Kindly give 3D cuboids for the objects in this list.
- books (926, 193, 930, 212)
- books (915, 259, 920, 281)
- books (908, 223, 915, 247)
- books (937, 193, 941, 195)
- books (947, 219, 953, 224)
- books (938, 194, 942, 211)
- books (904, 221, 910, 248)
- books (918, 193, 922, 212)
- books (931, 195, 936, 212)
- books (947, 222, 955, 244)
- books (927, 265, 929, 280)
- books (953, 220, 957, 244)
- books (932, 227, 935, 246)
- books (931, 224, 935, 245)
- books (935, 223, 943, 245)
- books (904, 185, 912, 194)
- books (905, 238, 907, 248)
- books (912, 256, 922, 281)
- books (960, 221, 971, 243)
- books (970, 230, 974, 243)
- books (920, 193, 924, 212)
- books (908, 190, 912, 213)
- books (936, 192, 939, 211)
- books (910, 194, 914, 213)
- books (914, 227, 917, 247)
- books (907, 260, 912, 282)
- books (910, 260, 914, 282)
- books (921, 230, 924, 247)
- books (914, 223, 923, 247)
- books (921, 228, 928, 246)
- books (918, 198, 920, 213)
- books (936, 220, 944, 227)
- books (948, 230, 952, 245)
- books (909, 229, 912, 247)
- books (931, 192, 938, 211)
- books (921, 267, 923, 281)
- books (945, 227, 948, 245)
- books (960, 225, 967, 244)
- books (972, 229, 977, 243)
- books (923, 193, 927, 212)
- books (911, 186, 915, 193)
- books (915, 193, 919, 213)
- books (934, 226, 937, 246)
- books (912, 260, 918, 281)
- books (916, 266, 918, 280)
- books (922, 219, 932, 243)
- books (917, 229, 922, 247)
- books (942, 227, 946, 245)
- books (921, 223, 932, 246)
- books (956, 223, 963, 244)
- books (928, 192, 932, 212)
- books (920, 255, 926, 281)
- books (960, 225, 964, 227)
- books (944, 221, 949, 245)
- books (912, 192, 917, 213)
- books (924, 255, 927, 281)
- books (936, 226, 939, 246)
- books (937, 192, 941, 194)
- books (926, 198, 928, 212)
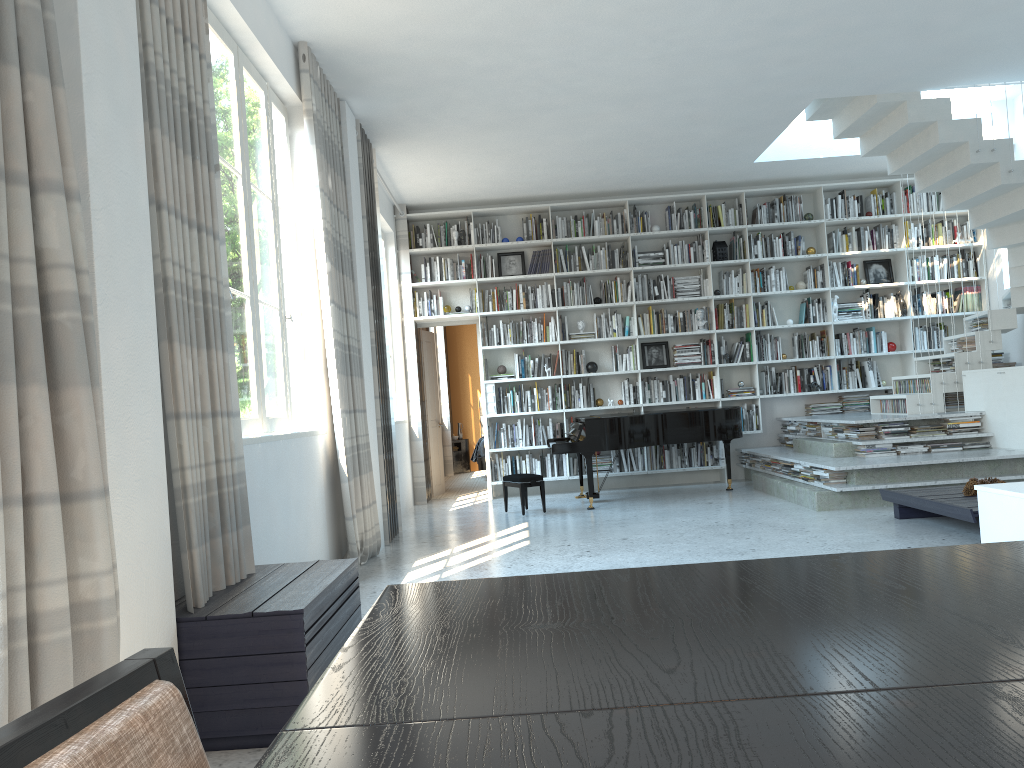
[{"bbox_3d":[4.525,-1.968,9.726,0.027,0.249,0.154,-4,-1,0],"label":"books"},{"bbox_3d":[4.406,-1.228,9.700,0.026,0.256,0.173,-4,-1,0],"label":"books"},{"bbox_3d":[4.310,-1.595,9.620,0.026,0.263,0.189,-4,-1,0],"label":"books"},{"bbox_3d":[4.701,-1.974,9.731,0.010,0.235,0.131,-4,-1,0],"label":"books"},{"bbox_3d":[4.805,-1.643,9.723,0.011,0.294,0.151,-4,-1,0],"label":"books"},{"bbox_3d":[4.668,-1.960,9.718,0.057,0.212,0.163,-4,-1,0],"label":"books"},{"bbox_3d":[4.267,-1.607,9.628,0.010,0.294,0.183,-4,-1,0],"label":"books"},{"bbox_3d":[4.435,-1.975,9.722,0.027,0.275,0.148,-4,-1,0],"label":"books"},{"bbox_3d":[4.592,-1.952,9.720,0.026,0.208,0.163,-4,-1,0],"label":"books"},{"bbox_3d":[4.790,-1.625,9.701,0.022,0.261,0.160,-4,-1,0],"label":"books"},{"bbox_3d":[4.511,-1.197,9.713,0.027,0.179,0.157,-4,-1,0],"label":"books"},{"bbox_3d":[4.823,-1.640,9.712,0.023,0.287,0.163,-4,-1,0],"label":"books"},{"bbox_3d":[4.535,-1.581,9.635,0.014,0.206,0.184,-4,-1,0],"label":"books"},{"bbox_3d":[4.551,-1.601,9.641,0.022,0.242,0.144,-4,-1,0],"label":"books"},{"bbox_3d":[4.608,-1.604,9.654,0.042,0.242,0.248,-4,-1,0],"label":"books"},{"bbox_3d":[4.353,-1.997,9.726,0.014,0.331,0.143,-4,-1,0],"label":"books"},{"bbox_3d":[4.244,-1.604,9.652,0.036,0.293,0.135,-4,-1,0],"label":"books"},{"bbox_3d":[4.425,-1.244,9.686,0.014,0.285,0.185,-4,-1,0],"label":"books"},{"bbox_3d":[4.965,-1.636,9.714,0.029,0.258,0.163,-4,-1,0],"label":"books"},{"bbox_3d":[5.000,-1.633,9.714,0.040,0.246,0.160,-4,-1,0],"label":"books"},{"bbox_3d":[4.460,-1.969,9.717,0.022,0.259,0.163,-4,-1,0],"label":"books"},{"bbox_3d":[4.321,-1.964,9.701,0.012,0.269,0.184,-4,-1,0],"label":"books"},{"bbox_3d":[4.631,-1.983,9.722,0.015,0.263,0.143,-4,-1,0],"label":"books"},{"bbox_3d":[4.339,-1.945,9.704,0.022,0.229,0.175,-4,-1,0],"label":"books"},{"bbox_3d":[4.349,-1.577,9.630,0.049,0.223,0.161,-4,-1,0],"label":"books"},{"bbox_3d":[4.327,-1.221,9.704,0.012,0.254,0.161,-4,-1,0],"label":"books"},{"bbox_3d":[4.346,-1.220,9.717,0.026,0.250,0.160,-4,-1,0],"label":"books"},{"bbox_3d":[4.440,-1.570,9.680,0.038,0.199,0.170,-4,-1,0],"label":"books"},{"bbox_3d":[4.407,-1.601,9.639,0.023,0.263,0.158,-4,-1,0],"label":"books"},{"bbox_3d":[4.471,-1.579,9.646,0.025,0.211,0.135,-4,-1,0],"label":"books"},{"bbox_3d":[4.415,-1.966,9.720,0.014,0.260,0.167,-4,-1,0],"label":"books"},{"bbox_3d":[4.700,-1.636,9.709,0.010,0.295,0.165,-4,-1,0],"label":"books"},{"bbox_3d":[4.764,-1.584,9.720,0.034,0.182,0.156,-4,-1,0],"label":"books"},{"bbox_3d":[4.287,-1.564,9.628,0.024,0.205,0.165,-4,-1,0],"label":"books"},{"bbox_3d":[4.617,-1.993,9.727,0.012,0.285,0.159,-4,-1,0],"label":"books"},{"bbox_3d":[4.450,-1.198,9.717,0.028,0.191,0.136,-4,-1,0],"label":"books"},{"bbox_3d":[4.715,-1.596,9.696,0.013,0.212,0.186,-4,-1,0],"label":"books"},{"bbox_3d":[4.918,-1.610,9.704,0.023,0.213,0.180,-4,-1,0],"label":"books"},{"bbox_3d":[5.026,-1.620,9.695,0.011,0.216,0.170,-4,-1,0],"label":"books"},{"bbox_3d":[4.485,-1.973,9.718,0.029,0.264,0.179,-4,-1,0],"label":"books"},{"bbox_3d":[4.389,-1.997,9.728,0.012,0.326,0.151,-4,-1,0],"label":"books"},{"bbox_3d":[4.401,-1.988,9.713,0.012,0.306,0.184,-4,-1,0],"label":"books"},{"bbox_3d":[4.569,-1.599,9.641,0.012,0.237,0.165,-4,-1,0],"label":"books"},{"bbox_3d":[4.370,-1.221,9.689,0.023,0.247,0.182,-4,-1,0],"label":"books"},{"bbox_3d":[4.388,-1.218,9.706,0.011,0.238,0.172,-4,-1,0],"label":"books"},{"bbox_3d":[4.514,-1.625,9.632,0.022,0.296,0.152,-4,-1,0],"label":"books"},{"bbox_3d":[4.386,-1.565,9.624,0.024,0.193,0.190,-4,-1,0],"label":"books"},{"bbox_3d":[4.686,-1.598,9.701,0.023,0.220,0.171,-4,-1,0],"label":"books"},{"bbox_3d":[4.493,-1.603,9.627,0.023,0.253,0.189,-4,-1,0],"label":"books"},{"bbox_3d":[4.871,-1.627,9.707,0.070,0.254,0.154,-4,-1,0],"label":"books"},{"bbox_3d":[4.551,-1.964,9.717,0.025,0.237,0.143,-4,-1,0],"label":"books"},{"bbox_3d":[4.471,-1.253,9.712,0.022,0.297,0.162,-4,-1,0],"label":"books"},{"bbox_3d":[4.940,-1.618,9.729,0.023,0.228,0.131,-4,-1,0],"label":"books"},{"bbox_3d":[4.732,-1.631,9.721,0.024,0.281,0.153,-4,-1,0],"label":"books"},{"bbox_3d":[4.374,-1.955,9.711,0.023,0.244,0.182,-4,-1,0],"label":"books"},{"bbox_3d":[4.488,-1.252,9.700,0.012,0.292,0.165,-4,-1,0],"label":"books"},{"bbox_3d":[4.582,-1.593,9.631,0.013,0.222,0.174,-4,-1,0],"label":"books"},{"bbox_3d":[4.733,-1.997,9.728,0.069,0.277,0.132,-4,-1,0],"label":"books"},{"bbox_3d":[4.506,-1.961,9.715,0.011,0.236,0.148,-4,-1,0],"label":"books"}]
